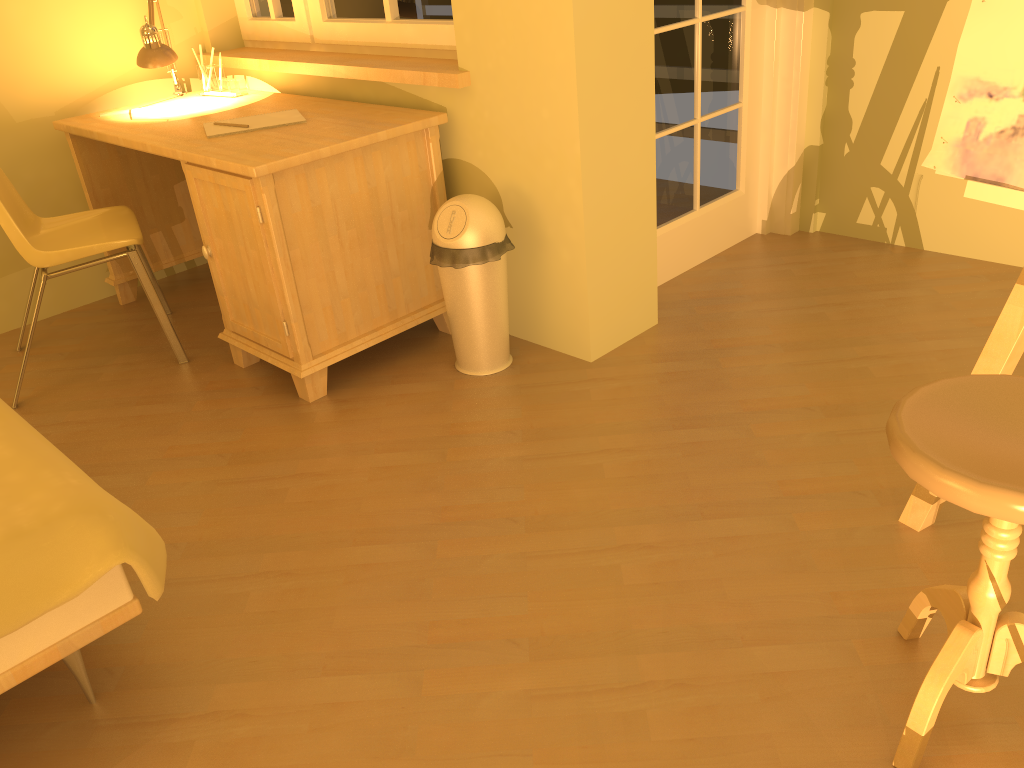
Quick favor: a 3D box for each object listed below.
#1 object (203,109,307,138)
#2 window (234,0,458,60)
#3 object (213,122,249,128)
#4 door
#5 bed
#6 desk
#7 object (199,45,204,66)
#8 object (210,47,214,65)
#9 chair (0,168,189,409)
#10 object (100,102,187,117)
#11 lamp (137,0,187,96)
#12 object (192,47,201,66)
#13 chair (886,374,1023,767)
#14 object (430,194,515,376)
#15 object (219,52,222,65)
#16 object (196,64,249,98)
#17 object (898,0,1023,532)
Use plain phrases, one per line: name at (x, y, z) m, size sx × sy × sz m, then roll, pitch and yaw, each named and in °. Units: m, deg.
object at (-0.813, -0.823, 2.795) m, size 0.300 × 0.010 × 0.210 m, roll -14°, pitch 29°, yaw -16°
window at (-0.639, -1.744, 2.900) m, size 1.486 × 1.263 × 0.142 m, roll 21°, pitch 38°, yaw 40°
object at (-0.876, -0.808, 2.764) m, size 0.166 × 0.009 × 0.008 m, roll 15°, pitch 34°, yaw 33°
door at (0.612, -1.320, 2.868) m, size 0.098 × 2.033 × 0.884 m, roll 21°, pitch 38°, yaw 40°
bed at (-1.824, 0.468, 1.177) m, size 1.286 × 0.894 × 2.378 m, roll 21°, pitch 38°, yaw 40°
desk at (-0.897, -0.568, 3.111) m, size 1.396 × 0.720 × 0.684 m, roll 21°, pitch 38°, yaw 40°
object at (-1.187, -1.214, 3.405) m, size 0.009 × 0.165 × 0.034 m, roll 16°, pitch 35°, yaw 34°
object at (-1.154, -1.205, 3.394) m, size 0.073 × 0.155 × 0.008 m, roll 0°, pitch 29°, yaw 10°
chair at (-1.478, -0.444, 2.921) m, size 0.546 × 0.785 × 0.531 m, roll -17°, pitch 30°, yaw -20°
object at (-1.341, -1.001, 3.228) m, size 0.300 × 0.009 × 0.040 m, roll -12°, pitch 29°, yaw -11°
lamp at (-1.297, -1.246, 3.200) m, size 0.140 × 0.455 × 0.484 m, roll -14°, pitch 29°, yaw -16°
object at (-1.187, -1.206, 3.391) m, size 0.009 × 0.162 × 0.053 m, roll 6°, pitch 30°, yaw 20°
chair at (0.730, 0.305, 1.362) m, size 0.364 × 0.551 × 0.348 m, roll -22°, pitch 32°, yaw -27°
object at (-0.111, -0.304, 2.667) m, size 0.255 × 0.535 × 0.248 m, roll -10°, pitch 28°, yaw -7°
object at (-1.108, -1.186, 3.366) m, size 0.043 × 0.138 × 0.010 m, roll 5°, pitch 30°, yaw 19°
object at (-1.109, -1.147, 3.353) m, size 0.240 × 0.105 × 0.070 m, roll 16°, pitch 35°, yaw 34°
object at (1.202, -0.471, 1.416) m, size 0.972 × 1.896 × 1.132 m, roll 9°, pitch 32°, yaw 26°
